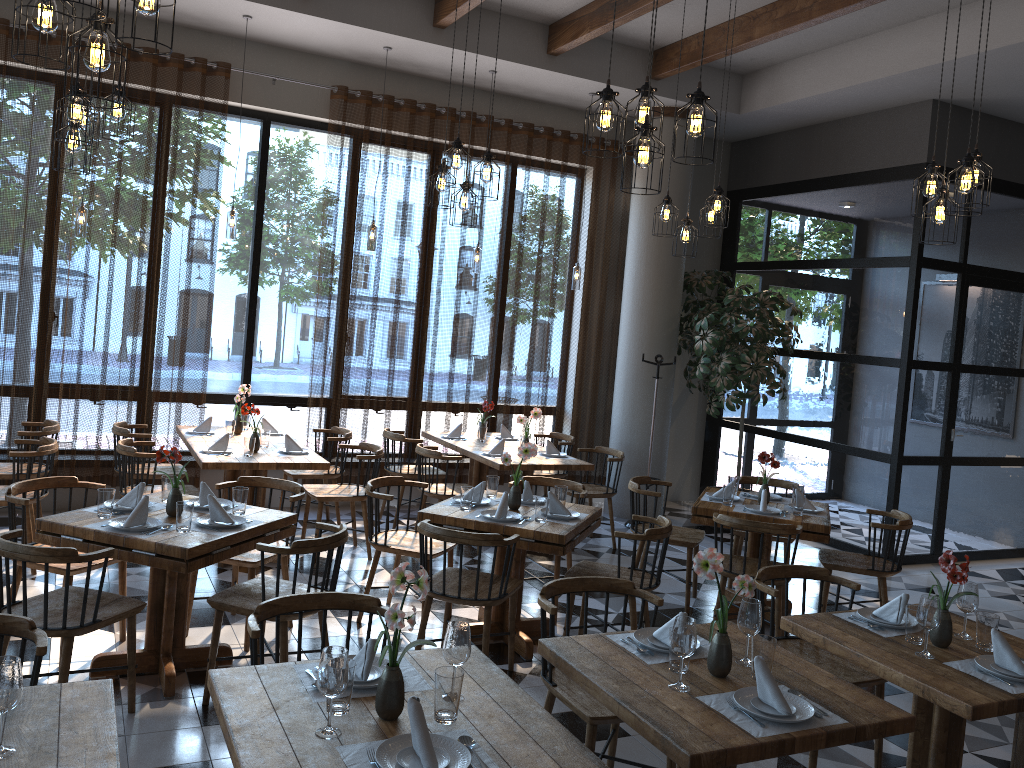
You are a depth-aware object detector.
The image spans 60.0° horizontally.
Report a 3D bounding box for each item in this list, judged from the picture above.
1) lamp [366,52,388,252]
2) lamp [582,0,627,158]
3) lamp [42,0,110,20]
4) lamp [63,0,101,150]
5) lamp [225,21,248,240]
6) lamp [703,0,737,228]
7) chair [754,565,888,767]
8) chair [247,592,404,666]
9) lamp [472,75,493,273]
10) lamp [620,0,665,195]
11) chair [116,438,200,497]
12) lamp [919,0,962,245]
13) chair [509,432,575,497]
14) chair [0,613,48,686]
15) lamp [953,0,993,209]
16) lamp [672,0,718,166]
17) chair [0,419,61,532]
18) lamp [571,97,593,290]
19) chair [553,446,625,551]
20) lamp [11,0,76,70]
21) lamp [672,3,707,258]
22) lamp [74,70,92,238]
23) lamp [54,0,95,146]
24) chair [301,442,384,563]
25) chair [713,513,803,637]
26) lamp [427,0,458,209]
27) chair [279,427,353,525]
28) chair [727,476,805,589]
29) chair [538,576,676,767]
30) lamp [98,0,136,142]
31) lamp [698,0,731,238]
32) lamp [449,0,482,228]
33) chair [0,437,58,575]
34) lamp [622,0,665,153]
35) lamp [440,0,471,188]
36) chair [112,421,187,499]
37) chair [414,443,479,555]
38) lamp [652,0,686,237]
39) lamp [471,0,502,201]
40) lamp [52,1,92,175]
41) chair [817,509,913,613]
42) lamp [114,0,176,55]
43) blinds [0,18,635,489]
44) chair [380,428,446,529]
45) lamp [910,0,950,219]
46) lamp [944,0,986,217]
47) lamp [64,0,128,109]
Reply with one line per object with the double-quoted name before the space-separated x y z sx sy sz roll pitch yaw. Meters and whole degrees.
"lamp" -1.121 -2.112 7.543 0.078 1.962 0.078 4 2 -37
"lamp" 0.496 -2.066 3.974 0.175 2.068 0.175 6 2 36
"lamp" -1.262 -2.186 2.716 0.175 2.068 0.175 6 2 34
"lamp" -2.372 -2.385 5.030 0.175 2.068 0.175 4 2 -18
"lamp" -2.158 -2.130 7.031 0.078 1.962 0.078 4 2 -19
"lamp" 1.620 -2.213 6.642 0.175 2.068 0.175 5 2 -14
"chair" 1.340 1.283 3.937 0.519 0.816 0.551 4 3 -26
"chair" -0.631 1.183 2.961 0.519 0.816 0.551 4 3 -26
"lamp" -0.244 -1.982 7.983 0.078 1.962 0.078 4 2 -40
"lamp" 0.649 -1.869 3.845 0.175 2.068 0.175 3 2 -43
"chair" -2.444 0.811 6.081 0.549 0.816 0.521 4 3 -26
"lamp" 2.370 -1.784 4.725 0.175 2.068 0.175 5 2 17
"chair" 0.281 0.884 8.369 0.549 0.816 0.521 4 3 -26
"chair" -1.617 1.132 2.473 0.519 0.816 0.551 4 3 -26
"lamp" 2.598 -2.002 4.820 0.175 2.068 0.175 5 2 17
"lamp" 0.857 -1.976 3.741 0.175 2.068 0.175 5 2 14
"chair" -3.616 0.685 6.440 0.549 0.816 0.521 4 3 -26
"lamp" 0.691 -1.876 8.449 0.078 1.962 0.078 5 2 6
"chair" 0.652 0.968 7.613 0.549 0.816 0.521 4 3 -26
"lamp" -1.520 -2.127 3.002 0.175 2.068 0.175 5 2 1
"lamp" 1.408 -2.009 6.775 0.175 2.068 0.175 5 2 -14
"lamp" -3.127 -2.066 6.559 0.078 1.962 0.078 5 2 14
"lamp" -2.216 -2.300 4.627 0.175 2.068 0.175 4 2 -41
"chair" -1.276 0.870 6.658 0.549 0.816 0.521 4 3 -26
"chair" 1.460 1.193 5.386 0.520 0.816 0.550 6 2 19
"lamp" -0.406 -2.245 6.062 0.175 2.068 0.175 6 2 25
"chair" -1.647 0.786 7.415 0.549 0.816 0.521 4 3 -26
"chair" 1.875 1.143 6.607 0.520 0.816 0.550 6 2 19
"chair" 0.354 1.233 3.449 0.519 0.816 0.551 4 3 -26
"lamp" -2.161 -2.422 5.000 0.175 2.068 0.175 5 2 -7
"lamp" 1.621 -2.170 6.852 0.175 2.068 0.175 4 2 -25
"lamp" -0.244 -2.091 5.929 0.175 2.068 0.175 4 2 -32
"chair" -3.245 0.770 5.683 0.549 0.816 0.521 4 3 -26
"lamp" 0.685 -2.114 4.070 0.175 2.068 0.175 3 2 -43
"lamp" -0.284 -2.310 5.699 0.175 2.068 0.175 4 2 -32
"chair" -2.814 0.726 6.837 0.549 0.816 0.521 4 3 -26
"chair" -0.516 0.909 7.035 0.549 0.816 0.521 4 3 -26
"lamp" 1.235 -2.146 6.648 0.175 2.068 0.175 6 2 43
"lamp" -0.090 -2.241 5.760 0.175 2.068 0.175 3 2 -43
"lamp" -2.329 -2.192 4.828 0.175 2.068 0.175 5 2 -7
"chair" 2.291 1.234 5.807 0.550 0.816 0.519 6 2 19
"lamp" -1.109 -2.125 2.853 0.175 2.068 0.175 6 2 23
"blinds" -2.134 -0.889 7.710 7.257 3.577 0.160 3 2 -26
"chair" -0.886 0.825 7.791 0.549 0.816 0.521 4 3 -26
"lamp" 2.418 -1.969 4.933 0.175 2.068 0.175 5 2 6
"lamp" 2.392 -1.897 4.500 0.175 2.068 0.175 4 2 -16
"lamp" -1.317 -1.975 2.951 0.175 2.068 0.175 6 2 34
